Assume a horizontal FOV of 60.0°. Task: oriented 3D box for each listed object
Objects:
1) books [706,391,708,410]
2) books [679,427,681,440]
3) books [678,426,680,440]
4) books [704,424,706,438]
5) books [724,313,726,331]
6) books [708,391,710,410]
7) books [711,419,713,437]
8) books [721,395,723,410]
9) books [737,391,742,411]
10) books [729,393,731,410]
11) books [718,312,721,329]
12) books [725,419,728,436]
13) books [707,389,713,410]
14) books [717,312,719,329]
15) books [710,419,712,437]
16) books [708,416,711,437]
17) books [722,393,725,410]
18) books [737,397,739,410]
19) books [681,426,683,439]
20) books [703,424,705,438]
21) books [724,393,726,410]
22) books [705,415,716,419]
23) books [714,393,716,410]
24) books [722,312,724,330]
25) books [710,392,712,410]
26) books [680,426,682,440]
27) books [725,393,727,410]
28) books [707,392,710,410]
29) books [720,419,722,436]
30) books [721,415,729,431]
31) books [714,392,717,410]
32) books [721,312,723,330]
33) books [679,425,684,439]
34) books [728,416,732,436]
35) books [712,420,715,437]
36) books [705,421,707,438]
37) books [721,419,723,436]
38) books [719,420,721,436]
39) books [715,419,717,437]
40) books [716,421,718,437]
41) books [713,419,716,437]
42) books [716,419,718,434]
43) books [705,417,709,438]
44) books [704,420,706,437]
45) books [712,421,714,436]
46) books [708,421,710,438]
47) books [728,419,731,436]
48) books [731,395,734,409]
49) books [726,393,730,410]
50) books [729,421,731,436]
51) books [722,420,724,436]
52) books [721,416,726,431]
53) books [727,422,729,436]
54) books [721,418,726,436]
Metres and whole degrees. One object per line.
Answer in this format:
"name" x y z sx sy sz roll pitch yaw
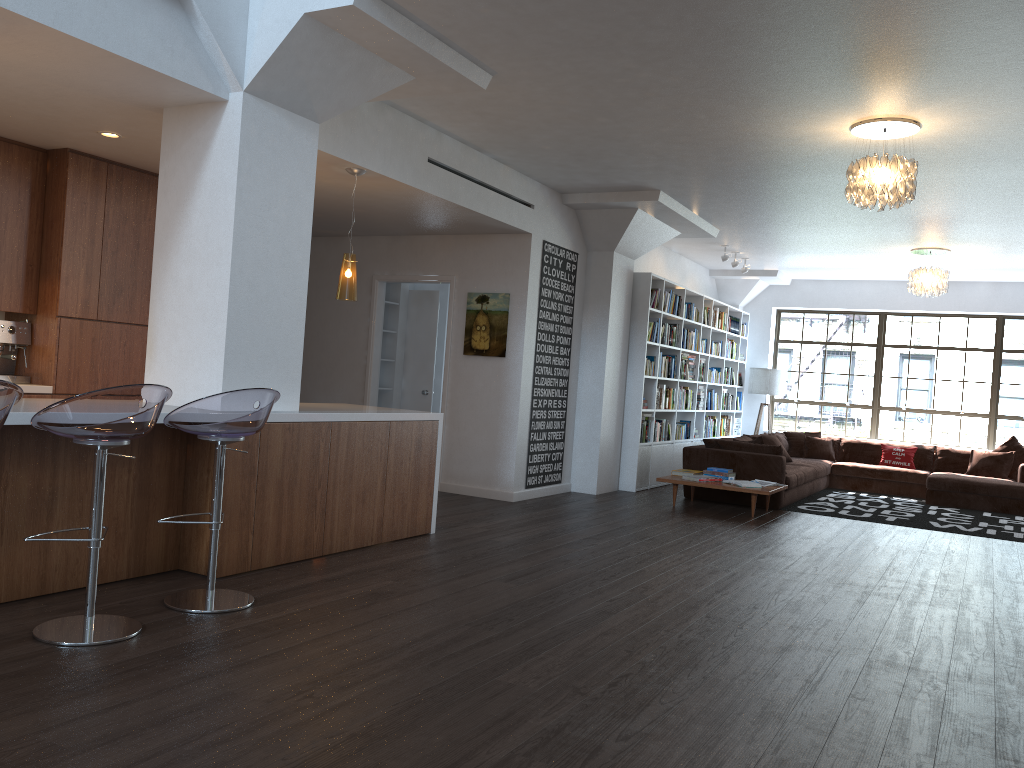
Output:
"books" 2.563 0.220 12.042 0.182 0.255 0.077 4 0 28
"books" 2.063 0.618 11.162 0.110 0.153 0.018 4 0 28
"books" 2.043 0.608 11.132 0.109 0.171 0.018 4 0 28
"books" 2.562 0.615 12.094 0.161 0.223 0.026 4 0 28
"books" 2.945 -0.880 12.598 0.183 0.253 0.034 4 0 28
"books" 2.626 0.224 12.169 0.182 0.255 0.077 4 0 28
"books" 2.693 0.608 12.332 0.183 0.253 0.034 4 0 28
"books" 2.948 0.260 12.759 0.161 0.223 0.030 4 0 28
"books" 3.446 0.258 13.673 0.176 0.290 0.053 4 0 28
"books" 3.150 0.259 13.144 0.160 0.251 0.039 4 0 28
"books" 2.823 -0.884 12.377 0.171 0.246 0.057 4 0 28
"books" 3.073 0.634 13.056 0.189 0.247 0.057 4 0 28
"books" 2.694 0.211 12.305 0.197 0.290 0.136 4 0 28
"books" 2.779 -0.883 12.343 0.174 0.240 0.045 4 0 28
"books" 2.673 0.607 12.305 0.183 0.253 0.034 4 0 28
"books" 2.653 0.587 12.267 0.176 0.290 0.053 4 0 28
"books" 2.969 0.246 12.794 0.174 0.251 0.051 4 0 28
"books" 3.374 0.293 13.538 0.161 0.213 0.118 4 0 28
"books" 2.102 0.614 11.221 0.107 0.167 0.017 4 0 28
"books" 2.518 0.597 12.034 0.183 0.253 0.034 4 0 28
"books" 3.009 0.250 12.891 0.183 0.253 0.039 4 0 28
"books" 2.781 0.595 12.508 0.176 0.290 0.036 4 0 28
"books" 2.772 0.239 12.432 0.174 0.242 0.105 4 0 28
"books" 2.880 -0.883 12.478 0.183 0.253 0.034 4 0 28
"books" 2.658 0.228 12.205 0.182 0.253 0.098 4 0 28
"books" 2.072 0.612 11.179 0.120 0.167 0.020 4 0 28
"books" 3.045 0.254 12.950 0.171 0.246 0.036 4 0 28
"books" 2.613 0.229 12.131 0.174 0.243 0.085 4 0 28
"books" 2.930 0.622 12.791 0.183 0.253 0.036 4 0 28
"books" 3.115 0.612 13.092 0.140 0.298 0.044 4 0 28
"books" 2.795 0.237 12.481 0.170 0.251 0.118 4 0 28
"books" 2.861 -0.885 12.451 0.183 0.253 0.034 4 0 28
"books" 2.117 0.612 11.269 0.126 0.173 0.032 4 0 28
"books" 3.200 0.620 13.295 0.176 0.290 0.053 4 0 28
"books" 2.742 0.617 12.444 0.174 0.240 0.045 4 0 28
"books" 2.567 0.611 12.127 0.168 0.231 0.037 4 0 28
"books" 2.951 0.623 12.821 0.183 0.253 0.037 4 0 28
"books" 2.909 0.632 12.760 0.168 0.231 0.040 4 0 28
"books" 2.804 0.612 12.550 0.180 0.259 0.060 4 0 28
"books" 2.837 0.632 12.609 0.161 0.223 0.027 4 0 28
"books" 2.771 0.613 12.473 0.183 0.253 0.034 4 0 28
"books" 2.827 0.618 12.586 0.160 0.250 0.026 4 0 28
"books" 2.594 0.586 12.174 0.198 0.284 0.066 4 0 28
"books" 2.537 0.605 12.068 0.174 0.240 0.045 4 0 28
"books" 2.732 0.625 12.410 0.161 0.223 0.027 4 0 28
"books" 2.640 0.620 12.228 0.161 0.223 0.026 4 0 28
"books" 3.161 0.640 13.221 0.171 0.246 0.057 4 0 28
"books" 3.208 0.274 13.253 0.168 0.228 0.139 4 0 28
"books" 3.103 0.255 13.055 0.183 0.253 0.042 4 0 28
"books" 3.180 0.653 13.258 0.161 0.223 0.027 4 0 28
"books" 2.977 0.632 12.894 0.174 0.240 0.048 4 0 28
"books" 3.034 0.613 13.008 0.198 0.284 0.066 4 0 28
"books" 3.128 0.658 13.136 0.144 0.207 0.048 4 0 28
"books" 3.020 0.627 12.949 0.183 0.253 0.037 4 0 28
